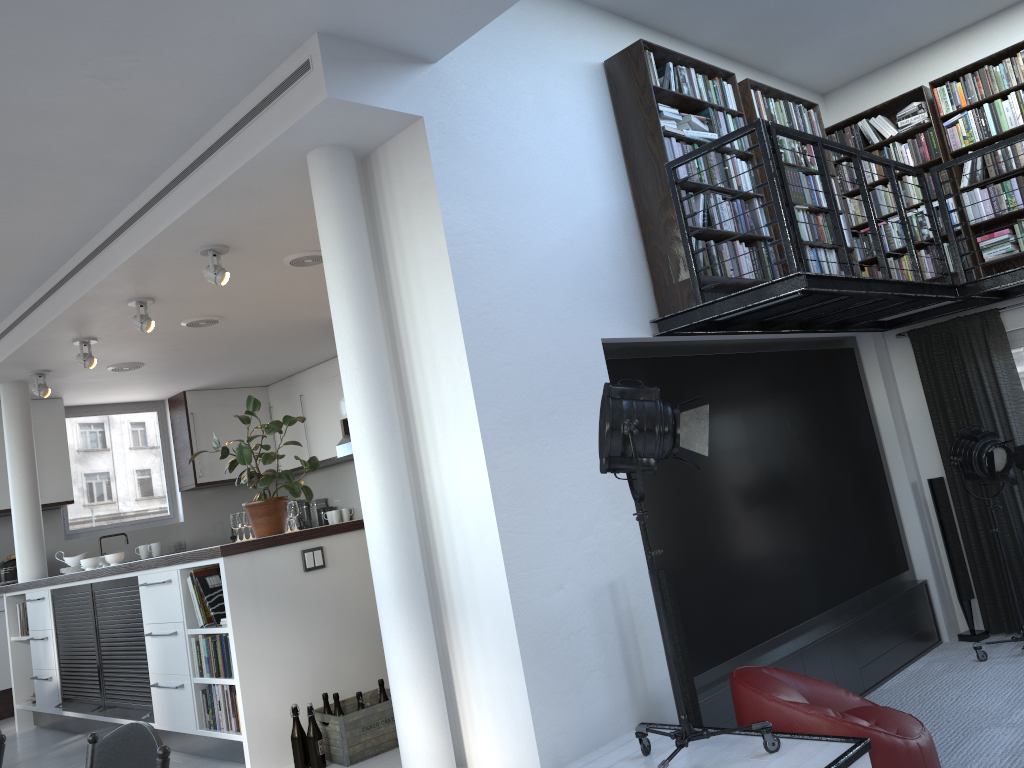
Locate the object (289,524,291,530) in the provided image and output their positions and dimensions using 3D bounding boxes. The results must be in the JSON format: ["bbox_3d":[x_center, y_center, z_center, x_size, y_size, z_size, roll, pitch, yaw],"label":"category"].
[{"bbox_3d":[-2.699,1.726,10.796,0.109,0.153,0.137,-12,-8,8],"label":"object"}]

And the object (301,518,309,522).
[{"bbox_3d":[-2.442,1.637,10.463,0.094,0.098,0.093,-6,-9,-28],"label":"object"}]

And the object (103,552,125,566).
[{"bbox_3d":[-3.308,1.461,7.380,0.157,0.093,0.155,-6,-8,-30],"label":"object"}]

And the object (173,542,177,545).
[{"bbox_3d":[-3.754,1.824,9.959,0.093,0.098,0.094,-15,-9,28],"label":"object"}]

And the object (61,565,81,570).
[{"bbox_3d":[-3.857,1.626,7.846,0.260,0.028,0.261,-15,-8,32],"label":"object"}]

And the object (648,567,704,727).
[{"bbox_3d":[0.819,1.503,4.230,0.157,1.228,0.157,-15,-10,25],"label":"object"}]

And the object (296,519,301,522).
[{"bbox_3d":[-2.512,1.659,10.538,0.094,0.098,0.093,-6,-9,-28],"label":"object"}]

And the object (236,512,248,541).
[{"bbox_3d":[-2.091,1.108,6.880,0.082,0.224,0.082,-17,-11,36],"label":"object"}]

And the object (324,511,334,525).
[{"bbox_3d":[-2.126,1.569,10.388,0.138,0.153,0.108,-7,-9,-23],"label":"object"}]

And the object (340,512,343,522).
[{"bbox_3d":[-2.038,1.564,10.481,0.138,0.153,0.108,-13,-8,16],"label":"object"}]

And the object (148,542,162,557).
[{"bbox_3d":[-3.824,1.785,9.515,0.109,0.153,0.137,-11,-8,5],"label":"object"}]

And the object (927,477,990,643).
[{"bbox_3d":[3.367,1.324,6.757,0.158,1.228,0.156,-6,-10,-29],"label":"object"}]

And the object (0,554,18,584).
[{"bbox_3d":[-4.934,1.837,8.799,0.414,0.292,0.276,-3,-11,-45],"label":"object"}]

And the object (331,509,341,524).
[{"bbox_3d":[-2.051,1.546,10.315,0.109,0.153,0.137,-6,-9,-30],"label":"object"}]

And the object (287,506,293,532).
[{"bbox_3d":[-1.714,1.022,6.758,0.082,0.224,0.082,-12,-9,10],"label":"object"}]

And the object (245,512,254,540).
[{"bbox_3d":[-2.072,1.118,6.989,0.082,0.224,0.082,-17,-10,35],"label":"object"}]

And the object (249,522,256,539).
[{"bbox_3d":[-2.008,1.098,6.927,0.082,0.224,0.082,-18,-11,39],"label":"object"}]

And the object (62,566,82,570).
[{"bbox_3d":[-3.856,1.633,7.845,0.262,0.028,0.260,-9,-7,-17],"label":"object"}]

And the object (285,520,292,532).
[{"bbox_3d":[-2.755,1.720,10.663,0.135,0.153,0.248,-3,-10,-43],"label":"object"}]

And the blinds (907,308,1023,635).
[{"bbox_3d":[4.205,0.467,6.026,0.125,2.399,2.492,-2,-12,-45],"label":"blinds"}]

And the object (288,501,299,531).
[{"bbox_3d":[-1.644,1.001,6.688,0.083,0.224,0.082,-5,-10,-31],"label":"object"}]

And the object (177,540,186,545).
[{"bbox_3d":[-3.683,1.802,9.886,0.094,0.098,0.093,-6,-9,-28],"label":"object"}]

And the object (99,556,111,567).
[{"bbox_3d":[-3.428,1.498,7.503,0.156,0.093,0.156,-15,-8,30],"label":"object"}]

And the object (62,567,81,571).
[{"bbox_3d":[-3.854,1.640,7.844,0.262,0.028,0.260,-8,-7,-21],"label":"object"}]

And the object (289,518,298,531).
[{"bbox_3d":[-2.617,1.697,10.683,0.109,0.153,0.137,-2,-11,-45],"label":"object"}]

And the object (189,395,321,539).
[{"bbox_3d":[-1.605,0.514,5.578,0.774,0.896,0.435,-12,-9,12],"label":"object"}]

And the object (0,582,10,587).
[{"bbox_3d":[-4.929,1.931,8.454,0.260,0.028,0.261,-15,-8,32],"label":"object"}]

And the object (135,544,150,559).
[{"bbox_3d":[-3.951,1.808,9.502,0.108,0.153,0.138,-17,-10,39],"label":"object"}]

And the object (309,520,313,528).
[{"bbox_3d":[-2.429,1.681,10.600,0.094,0.098,0.093,-6,-9,-28],"label":"object"}]

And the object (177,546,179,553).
[{"bbox_3d":[-3.748,1.853,9.954,0.093,0.098,0.094,-15,-9,28],"label":"object"}]

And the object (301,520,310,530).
[{"bbox_3d":[-2.437,1.666,10.458,0.094,0.098,0.093,-6,-9,-28],"label":"object"}]

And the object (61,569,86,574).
[{"bbox_3d":[-3.852,1.655,7.842,0.260,0.028,0.261,-15,-8,33],"label":"object"}]

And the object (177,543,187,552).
[{"bbox_3d":[-3.678,1.831,9.882,0.094,0.098,0.093,-6,-9,-28],"label":"object"}]

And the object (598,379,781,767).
[{"bbox_3d":[0.665,0.742,3.640,0.545,1.587,0.607,-10,-9,-1],"label":"object"}]

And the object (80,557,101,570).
[{"bbox_3d":[-3.475,1.485,7.318,0.157,0.093,0.155,-3,-10,-45],"label":"object"}]

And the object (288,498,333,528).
[{"bbox_3d":[-2.468,1.572,10.835,0.869,0.376,0.243,-17,-10,40],"label":"object"}]

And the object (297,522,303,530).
[{"bbox_3d":[-2.508,1.688,10.530,0.094,0.098,0.093,-6,-9,-28],"label":"object"}]

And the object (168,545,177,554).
[{"bbox_3d":[-3.755,1.838,9.810,0.093,0.098,0.094,-15,-9,28],"label":"object"}]

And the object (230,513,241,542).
[{"bbox_3d":[-2.160,1.130,6.953,0.083,0.224,0.082,-9,-9,-8],"label":"object"}]

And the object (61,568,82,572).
[{"bbox_3d":[-3.853,1.648,7.843,0.262,0.028,0.260,-8,-7,-21],"label":"object"}]

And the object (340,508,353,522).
[{"bbox_3d":[-1.939,1.535,10.396,0.138,0.153,0.108,-5,-10,-37],"label":"object"}]
